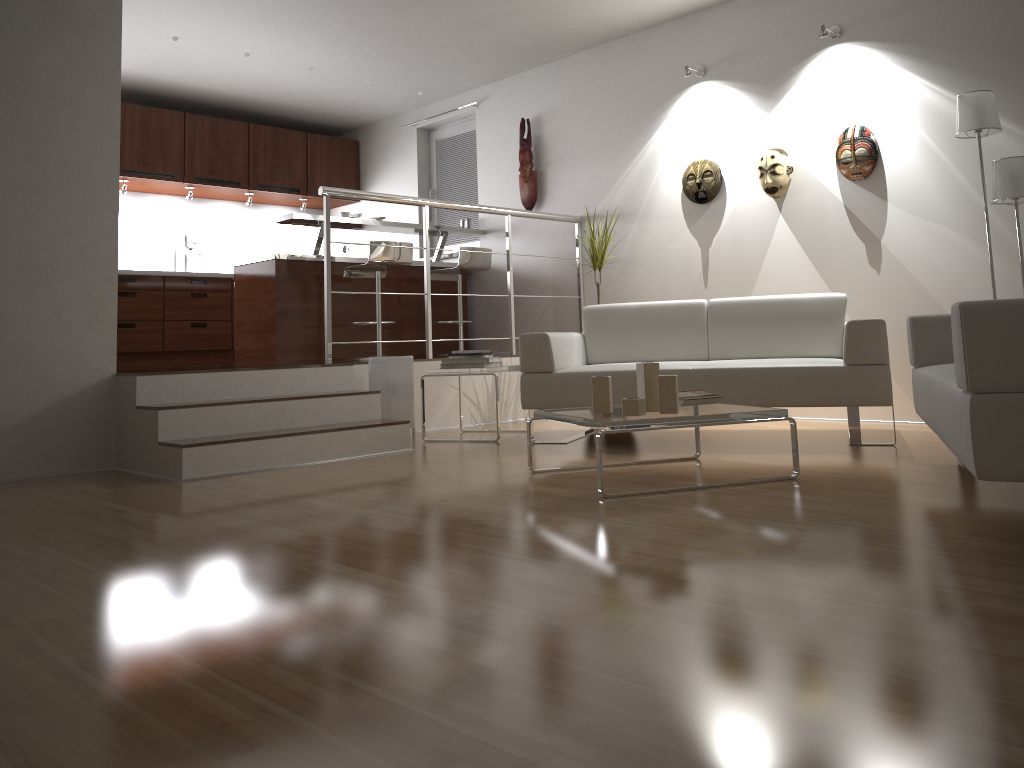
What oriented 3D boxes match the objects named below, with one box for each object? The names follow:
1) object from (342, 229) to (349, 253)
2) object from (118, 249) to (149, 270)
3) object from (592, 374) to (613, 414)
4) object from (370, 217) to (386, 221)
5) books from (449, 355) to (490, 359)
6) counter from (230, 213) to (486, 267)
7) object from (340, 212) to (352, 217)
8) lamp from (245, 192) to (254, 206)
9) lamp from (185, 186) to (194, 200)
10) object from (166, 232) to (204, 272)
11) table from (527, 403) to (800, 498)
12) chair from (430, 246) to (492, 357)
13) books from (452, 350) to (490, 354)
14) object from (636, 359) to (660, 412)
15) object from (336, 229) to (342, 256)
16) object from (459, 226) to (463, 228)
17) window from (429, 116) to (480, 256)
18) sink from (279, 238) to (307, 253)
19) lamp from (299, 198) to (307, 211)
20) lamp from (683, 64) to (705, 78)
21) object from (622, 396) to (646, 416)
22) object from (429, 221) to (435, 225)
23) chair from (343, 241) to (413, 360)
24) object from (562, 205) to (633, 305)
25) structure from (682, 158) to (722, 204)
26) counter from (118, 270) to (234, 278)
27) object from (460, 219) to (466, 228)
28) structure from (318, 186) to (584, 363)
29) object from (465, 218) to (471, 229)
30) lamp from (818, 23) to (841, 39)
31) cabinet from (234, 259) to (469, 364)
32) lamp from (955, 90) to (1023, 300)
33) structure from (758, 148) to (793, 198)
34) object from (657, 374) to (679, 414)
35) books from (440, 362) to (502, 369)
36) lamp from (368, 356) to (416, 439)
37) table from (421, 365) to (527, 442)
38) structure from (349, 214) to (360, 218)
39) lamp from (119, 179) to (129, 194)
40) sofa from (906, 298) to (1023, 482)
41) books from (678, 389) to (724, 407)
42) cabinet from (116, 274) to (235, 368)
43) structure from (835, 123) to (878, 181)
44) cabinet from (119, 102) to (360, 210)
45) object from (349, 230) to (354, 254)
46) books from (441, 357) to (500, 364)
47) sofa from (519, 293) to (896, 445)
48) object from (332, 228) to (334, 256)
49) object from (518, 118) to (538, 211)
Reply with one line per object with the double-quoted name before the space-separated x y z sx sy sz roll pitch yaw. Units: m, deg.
"object" -1.716 -1.532 9.069 0.090 0.370 0.043 -8 -9 44
"object" -3.427 -1.080 7.783 0.369 0.244 0.154 -2 -3 -44
"object" 0.344 0.034 3.336 0.067 0.153 0.066 -3 -5 16
"object" -1.059 -1.310 7.016 0.140 0.042 0.129 -4 2 -43
"books" -0.237 -0.157 5.051 0.216 0.015 0.151 -1 2 15
"counter" -1.153 -1.127 7.257 2.101 0.322 0.833 -4 2 -44
"object" -1.270 -1.286 6.685 0.079 0.046 0.066 -2 0 0
"lamp" -2.481 -1.743 8.267 0.080 0.126 0.079 -2 -4 -5
"lamp" -2.896 -1.710 7.863 0.080 0.126 0.079 -2 -4 -5
"object" -3.015 -1.191 8.133 0.328 0.411 0.162 1 -6 -44
"table" 0.552 0.226 3.384 0.795 0.252 0.695 -3 2 -19
"chair" -0.407 -0.652 6.998 0.422 0.860 0.385 -6 -7 41
"books" -0.238 -0.187 5.054 0.152 0.015 0.215 -3 3 -24
"object" 0.518 0.005 3.319 0.067 0.199 0.066 0 -6 -19
"object" -1.809 -1.525 9.133 0.020 0.383 0.105 4 -9 -45
"object" -0.432 -1.352 7.612 0.051 0.046 0.050 -2 -2 3
"window" -0.485 -1.816 8.118 0.141 1.286 0.836 4 -7 -45
"sink" -2.029 -1.175 8.860 0.671 0.587 0.596 -1 -2 -44
"lamp" -2.066 -1.775 8.671 0.080 0.126 0.079 -2 -4 -5
"lamp" 1.245 -2.156 6.035 0.190 0.110 0.079 -2 -2 -44
"object" 0.440 0.076 3.164 0.067 0.075 0.067 -4 -3 31
"object" -0.683 -1.334 7.311 0.079 0.046 0.066 -2 0 -7
"chair" -0.976 -0.607 6.444 0.387 0.860 0.421 2 -6 -40
"object" 0.592 -0.500 5.933 0.501 1.496 0.434 1 -7 -31
"structure" 1.286 -1.393 6.005 0.069 0.320 0.314 4 -6 -44
"counter" -3.489 -0.919 7.397 2.101 0.040 0.676 -4 3 -44
"object" -0.426 -1.387 7.678 0.052 0.111 0.052 -5 -6 29
"structure" -0.292 -0.714 5.967 2.321 1.064 0.056 -3 -4 -44
"object" -0.380 -1.388 7.642 0.052 0.113 0.052 -5 -6 29
"lamp" 1.928 -2.150 5.343 0.190 0.110 0.079 -2 -2 -44
"cabinet" -1.264 -0.580 7.169 1.846 0.760 0.628 -3 -1 -44
"lamp" 2.345 -0.585 4.155 0.208 1.695 0.359 1 -7 -24
"structure" 1.655 -1.351 5.592 0.129 0.334 0.241 3 -6 -44
"object" 0.573 0.031 3.211 0.067 0.153 0.066 -3 -5 16
"books" -0.235 -0.109 5.045 0.286 0.027 0.226 -1 3 25
"lamp" -0.700 0.080 5.104 0.191 0.488 0.197 3 -7 -44
"table" -0.198 0.102 5.109 0.463 0.405 0.547 -3 -1 21
"structure" -1.775 -1.723 9.161 0.048 0.034 0.593 -1 1 -45
"lamp" -3.310 -1.678 7.459 0.080 0.126 0.079 -2 -4 -5
"sofa" 1.731 -0.030 2.595 0.903 0.747 1.775 -3 1 21
"books" 0.692 0.056 3.602 0.204 0.056 0.290 -3 2 -29
"cabinet" -2.975 -0.573 7.841 3.501 0.809 0.675 -4 -1 -44
"structure" 2.046 -1.392 5.243 0.075 0.360 0.262 4 -7 -45
"cabinet" -2.758 -2.116 8.299 2.716 0.643 0.645 -4 0 -44
"object" -1.645 -1.522 8.965 0.023 0.387 0.071 4 -9 -44
"books" -0.236 -0.136 5.048 0.287 0.027 0.226 -1 2 15
"sofa" 1.021 -0.093 4.641 1.776 0.750 0.901 -2 -1 20
"object" -1.888 -1.527 9.223 0.008 0.383 0.033 4 -9 -44
"object" 0.127 -1.801 7.205 0.151 0.801 0.148 -2 -6 0
